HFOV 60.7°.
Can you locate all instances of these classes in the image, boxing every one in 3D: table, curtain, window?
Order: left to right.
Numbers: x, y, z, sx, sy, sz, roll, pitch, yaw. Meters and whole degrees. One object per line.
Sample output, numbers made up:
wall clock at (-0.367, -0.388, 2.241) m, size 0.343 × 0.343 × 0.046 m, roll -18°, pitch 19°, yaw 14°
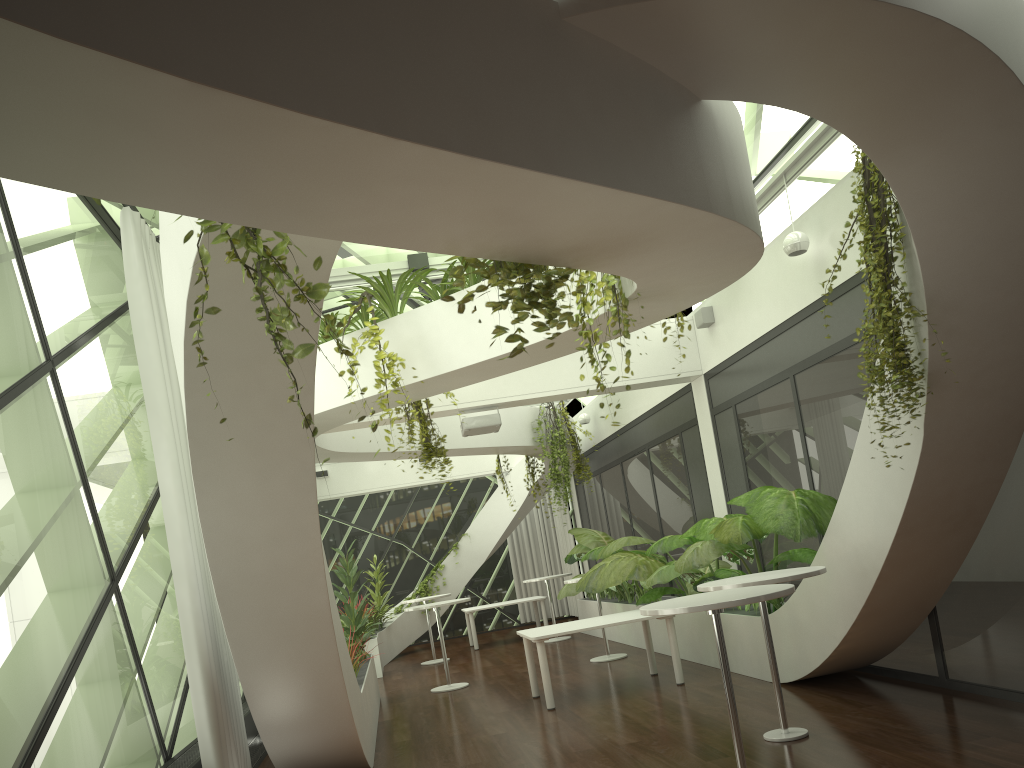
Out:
curtain at (-2.227, 0.995, 6.112) m, size 0.208 × 4.145 × 1.100 m, roll -9°, pitch -3°, yaw -10°
window at (-3.322, 1.837, 10.514) m, size 0.084 × 4.581 × 17.095 m, roll -9°, pitch -10°, yaw -10°
table at (-1.360, 4.135, 14.710) m, size 0.867 × 1.087 × 0.856 m, roll -12°, pitch -6°, yaw 26°
window at (-1.682, 3.304, 19.164) m, size 5.717 × 4.609 × 0.038 m, roll -8°, pitch -2°, yaw -8°
window at (-0.935, -0.786, 11.018) m, size 5.666 × 0.054 × 17.062 m, roll -8°, pitch -11°, yaw -9°
table at (-0.865, 3.341, 11.168) m, size 0.867 × 1.087 × 0.856 m, roll -12°, pitch -6°, yaw 26°
table at (-0.103, 4.416, 16.208) m, size 1.495 × 0.712 × 1.088 m, roll -8°, pitch -9°, yaw -9°
curtain at (0.455, 3.138, 19.236) m, size 1.225 × 4.056 × 0.161 m, roll -9°, pitch -2°, yaw -10°
table at (0.698, 3.853, 15.017) m, size 0.867 × 1.087 × 0.856 m, roll -12°, pitch -6°, yaw 26°
curtain at (1.077, 2.890, 18.520) m, size 0.159 × 4.056 × 1.012 m, roll -9°, pitch -3°, yaw -11°
table at (0.905, 2.799, 8.997) m, size 1.495 × 0.712 × 1.088 m, roll -8°, pitch -9°, yaw -9°
table at (1.193, 3.059, 11.476) m, size 0.867 × 1.087 × 0.856 m, roll -12°, pitch -6°, yaw 26°
window at (1.974, 2.360, 14.078) m, size 0.050 × 3.202 × 7.328 m, roll -9°, pitch -10°, yaw -10°
table at (1.231, 1.728, 4.886) m, size 0.849 × 1.087 × 0.874 m, roll -7°, pitch -6°, yaw -24°
table at (1.784, 1.850, 5.956) m, size 0.849 × 1.087 × 0.874 m, roll -7°, pitch -6°, yaw -24°
window at (3.014, 0.692, 6.640) m, size 0.050 × 3.203 × 7.237 m, roll -9°, pitch -10°, yaw -10°

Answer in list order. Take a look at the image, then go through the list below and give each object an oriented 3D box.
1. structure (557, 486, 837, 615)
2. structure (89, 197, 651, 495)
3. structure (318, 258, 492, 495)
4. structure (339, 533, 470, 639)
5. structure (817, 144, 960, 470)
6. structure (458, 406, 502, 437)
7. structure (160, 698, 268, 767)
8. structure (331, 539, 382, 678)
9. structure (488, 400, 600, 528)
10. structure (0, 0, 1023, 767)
structure at (1.479, 2.502, 10.959) m, size 1.775 × 1.695 × 9.083 m, roll -8°, pitch -11°, yaw -10°
structure at (-0.180, -0.401, 4.047) m, size 3.189 × 1.840 × 1.254 m, roll -1°, pitch -9°, yaw -43°
structure at (-1.092, 0.297, 8.017) m, size 1.434 × 2.293 × 4.728 m, roll -5°, pitch -10°, yaw -45°
structure at (-2.486, 3.766, 15.971) m, size 2.057 × 1.652 × 4.790 m, roll -13°, pitch -11°, yaw 22°
structure at (2.149, -0.586, 4.876) m, size 0.616 × 2.099 × 1.074 m, roll -10°, pitch -4°, yaw 2°
structure at (-0.367, 0.427, 10.019) m, size 0.460 × 0.273 × 0.395 m, roll -8°, pitch -8°, yaw -9°
structure at (-2.926, 3.982, 11.150) m, size 0.258 × 0.497 × 15.444 m, roll -9°, pitch -11°, yaw -10°
structure at (-1.830, 2.402, 9.222) m, size 0.850 × 1.580 × 3.394 m, roll -9°, pitch -10°, yaw -10°
structure at (0.449, 1.262, 13.744) m, size 1.623 × 2.055 × 1.465 m, roll -4°, pitch -7°, yaw -44°
structure at (0.115, 1.065, 6.279) m, size 5.908 × 4.171 × 24.802 m, roll -9°, pitch -11°, yaw -4°
